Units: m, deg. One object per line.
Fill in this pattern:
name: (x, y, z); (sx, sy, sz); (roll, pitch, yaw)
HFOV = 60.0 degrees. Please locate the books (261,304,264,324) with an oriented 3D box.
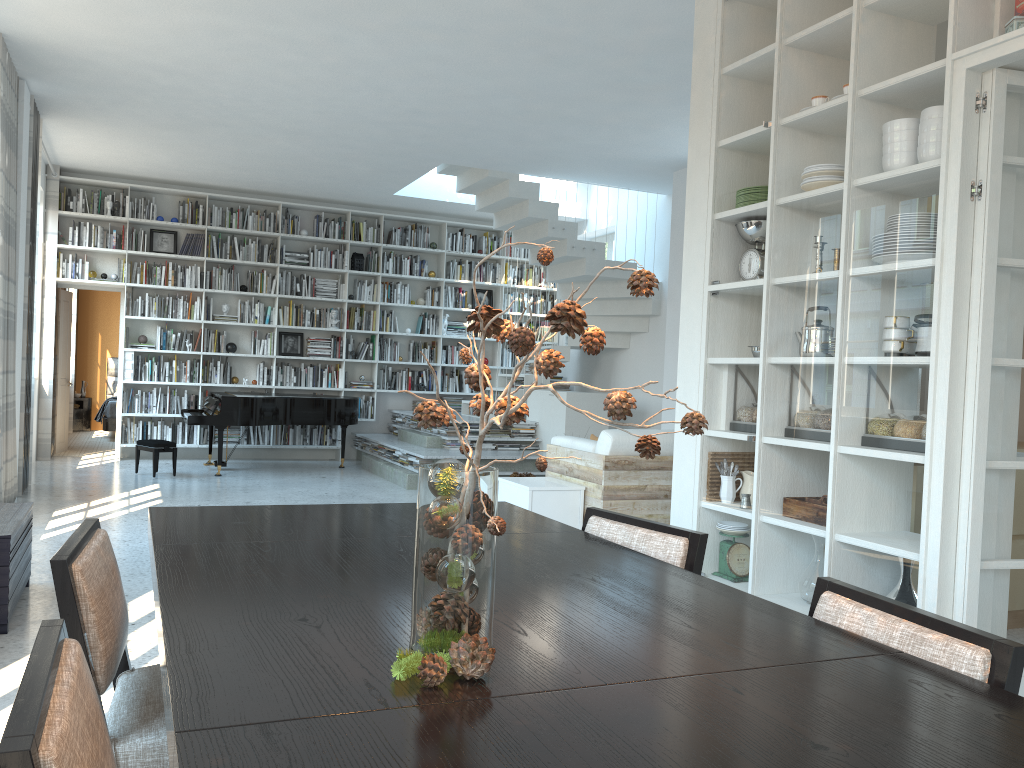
books: (-3.053, -0.848, 10.813); (0.022, 0.256, 0.152); (2, 1, -23)

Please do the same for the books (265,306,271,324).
books: (-2.983, -0.831, 10.818); (0.060, 0.227, 0.179); (2, 1, -23)

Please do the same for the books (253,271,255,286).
books: (-3.137, -1.226, 10.759); (0.009, 0.267, 0.149); (2, 1, -23)

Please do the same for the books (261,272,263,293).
books: (-3.049, -1.222, 10.786); (0.004, 0.265, 0.141); (2, 1, -23)

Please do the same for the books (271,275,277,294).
books: (-2.913, -1.201, 10.815); (0.064, 0.237, 0.208); (2, 1, -23)

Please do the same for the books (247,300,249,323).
books: (-3.204, -0.869, 10.722); (0.012, 0.286, 0.167); (2, 1, -23)

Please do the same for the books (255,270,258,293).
books: (-3.107, -1.236, 10.772); (0.033, 0.287, 0.155); (2, 1, -23)

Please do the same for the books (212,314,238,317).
books: (-3.443, -0.815, 10.632); (0.285, 0.012, 0.159); (2, 0, -27)

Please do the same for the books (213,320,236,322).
books: (-3.450, -0.754, 10.641); (0.254, 0.012, 0.161); (2, 0, -23)

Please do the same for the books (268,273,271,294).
books: (-2.961, -1.213, 10.818); (0.022, 0.257, 0.155); (2, 1, -23)

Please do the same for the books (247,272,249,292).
books: (-3.198, -1.223, 10.731); (0.005, 0.254, 0.161); (2, 1, -23)

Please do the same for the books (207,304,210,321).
books: (-3.619, -0.848, 10.567); (0.034, 0.210, 0.136); (2, 1, -23)

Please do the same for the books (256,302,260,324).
books: (-3.088, -0.854, 10.765); (0.012, 0.265, 0.192); (2, 1, -23)

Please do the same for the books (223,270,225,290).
books: (-3.450, -1.230, 10.590); (0.012, 0.251, 0.184); (2, 1, -23)

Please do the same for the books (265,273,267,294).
books: (-3.010, -1.215, 10.803); (0.010, 0.257, 0.140); (2, 1, -23)

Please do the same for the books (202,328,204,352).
books: (-3.686, -0.520, 10.550); (0.012, 0.285, 0.159); (2, 1, -23)

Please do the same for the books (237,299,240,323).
books: (-3.295, -0.872, 10.686); (0.012, 0.285, 0.159); (2, 1, -23)

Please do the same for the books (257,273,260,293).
books: (-3.074, -1.212, 10.750); (0.013, 0.244, 0.188); (2, 1, -23)

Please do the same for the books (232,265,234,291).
books: (-3.362, -1.259, 10.660); (0.005, 0.316, 0.157); (2, 1, -23)

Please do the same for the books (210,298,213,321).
books: (-3.590, -0.881, 10.572); (0.021, 0.278, 0.136); (2, 1, -23)

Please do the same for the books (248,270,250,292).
books: (-3.193, -1.233, 10.741); (0.012, 0.276, 0.129); (2, 1, -23)

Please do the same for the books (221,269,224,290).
books: (-3.459, -1.236, 10.585); (0.009, 0.263, 0.189); (2, 1, -23)

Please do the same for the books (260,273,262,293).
books: (-3.060, -1.216, 10.782); (0.017, 0.253, 0.139); (2, 1, -23)

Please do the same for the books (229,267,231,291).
books: (-3.385, -1.248, 10.630); (0.011, 0.291, 0.176); (2, 1, -23)

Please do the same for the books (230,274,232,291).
books: (-3.387, -1.211, 10.658); (0.012, 0.217, 0.133); (2, 1, -23)

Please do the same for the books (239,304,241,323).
books: (-3.291, -0.845, 10.703); (0.010, 0.232, 0.154); (2, 1, -23)

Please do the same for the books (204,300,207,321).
books: (-3.652, -0.873, 10.544); (0.024, 0.257, 0.134); (2, 1, -23)

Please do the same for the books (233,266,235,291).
books: (-3.351, -1.253, 10.660); (0.005, 0.305, 0.162); (2, 1, -23)

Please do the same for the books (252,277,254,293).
books: (-3.144, -1.193, 10.748); (0.011, 0.200, 0.162); (2, 1, -23)

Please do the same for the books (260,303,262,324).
books: (-3.066, -0.850, 10.785); (0.023, 0.260, 0.170); (2, 1, -23)

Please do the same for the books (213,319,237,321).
books: (-3.446, -0.766, 10.633); (0.254, 0.012, 0.161); (2, 0, -27)

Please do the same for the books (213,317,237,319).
books: (-3.446, -0.791, 10.635); (0.254, 0.012, 0.161); (2, 0, -26)

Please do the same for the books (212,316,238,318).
books: (-3.446, -0.803, 10.637); (0.285, 0.012, 0.159); (2, 0, -21)

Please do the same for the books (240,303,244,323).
books: (-3.265, -0.852, 10.694); (0.030, 0.247, 0.174); (2, 1, -23)

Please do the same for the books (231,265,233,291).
books: (-3.372, -1.262, 10.649); (0.004, 0.321, 0.153); (2, 1, -23)

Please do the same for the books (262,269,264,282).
books: (-3.037, -1.241, 10.786); (0.006, 0.304, 0.165); (2, 1, -23)

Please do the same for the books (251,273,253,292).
books: (-3.151, -1.211, 10.720); (0.005, 0.236, 0.178); (2, 1, -23)

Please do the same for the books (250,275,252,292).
books: (-3.170, -1.202, 10.741); (0.013, 0.216, 0.149); (2, 1, -23)

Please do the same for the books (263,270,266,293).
books: (-3.021, -1.229, 10.790); (0.022, 0.285, 0.190); (2, 1, -23)

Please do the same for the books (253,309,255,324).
books: (-3.144, -0.818, 10.774); (0.025, 0.189, 0.140); (2, 1, -23)

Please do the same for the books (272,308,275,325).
books: (-2.927, -0.823, 10.865); (0.026, 0.217, 0.126); (2, 1, -23)

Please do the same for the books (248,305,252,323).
books: (-3.184, -0.837, 10.750); (0.048, 0.225, 0.149); (2, 1, -23)

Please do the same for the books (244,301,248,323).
books: (-3.224, -0.860, 10.726); (0.022, 0.267, 0.151); (2, 1, -23)

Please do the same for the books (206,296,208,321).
books: (-3.642, -0.893, 10.567); (0.011, 0.298, 0.135); (2, 1, -23)

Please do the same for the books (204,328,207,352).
books: (-3.654, -0.519, 10.553); (0.025, 0.284, 0.145); (2, 1, -23)

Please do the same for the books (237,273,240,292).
books: (-3.300, -1.214, 10.681); (0.031, 0.232, 0.147); (2, 1, -23)

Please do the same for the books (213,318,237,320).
books: (-3.444, -0.778, 10.631); (0.254, 0.012, 0.161); (2, 1, -28)

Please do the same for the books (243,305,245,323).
books: (-3.252, -0.841, 10.731); (0.024, 0.227, 0.137); (2, 1, -23)

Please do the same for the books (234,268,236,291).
books: (-3.332, -1.243, 10.646); (0.011, 0.287, 0.188); (2, 1, -23)

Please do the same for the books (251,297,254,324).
books: (-3.151, -0.889, 10.752); (0.010, 0.329, 0.173); (2, 1, -23)

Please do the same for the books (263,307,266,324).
books: (-3.032, -0.829, 10.823); (0.026, 0.219, 0.150); (2, 1, -23)

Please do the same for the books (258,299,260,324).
books: (-3.080, -0.871, 10.777); (0.011, 0.301, 0.178); (2, 1, -23)

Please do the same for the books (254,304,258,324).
books: (-3.111, -0.845, 10.766); (0.028, 0.247, 0.170); (2, 1, -23)

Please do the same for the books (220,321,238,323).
books: (-3.449, -0.742, 10.638); (0.285, 0.012, 0.159); (2, 0, -25)

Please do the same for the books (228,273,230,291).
books: (-3.405, -1.216, 10.644); (0.011, 0.226, 0.129); (2, 1, -23)

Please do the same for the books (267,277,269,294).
books: (-2.987, -1.194, 10.818); (0.024, 0.216, 0.142); (2, 1, -23)

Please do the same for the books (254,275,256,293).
books: (-3.118, -1.200, 10.734); (0.006, 0.216, 0.181); (2, 1, -23)

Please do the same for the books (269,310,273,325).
books: (-2.951, -0.806, 10.852); (0.027, 0.181, 0.142); (2, 1, -23)

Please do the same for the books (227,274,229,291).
books: (-3.406, -1.207, 10.617); (0.011, 0.209, 0.181); (2, 1, -23)
